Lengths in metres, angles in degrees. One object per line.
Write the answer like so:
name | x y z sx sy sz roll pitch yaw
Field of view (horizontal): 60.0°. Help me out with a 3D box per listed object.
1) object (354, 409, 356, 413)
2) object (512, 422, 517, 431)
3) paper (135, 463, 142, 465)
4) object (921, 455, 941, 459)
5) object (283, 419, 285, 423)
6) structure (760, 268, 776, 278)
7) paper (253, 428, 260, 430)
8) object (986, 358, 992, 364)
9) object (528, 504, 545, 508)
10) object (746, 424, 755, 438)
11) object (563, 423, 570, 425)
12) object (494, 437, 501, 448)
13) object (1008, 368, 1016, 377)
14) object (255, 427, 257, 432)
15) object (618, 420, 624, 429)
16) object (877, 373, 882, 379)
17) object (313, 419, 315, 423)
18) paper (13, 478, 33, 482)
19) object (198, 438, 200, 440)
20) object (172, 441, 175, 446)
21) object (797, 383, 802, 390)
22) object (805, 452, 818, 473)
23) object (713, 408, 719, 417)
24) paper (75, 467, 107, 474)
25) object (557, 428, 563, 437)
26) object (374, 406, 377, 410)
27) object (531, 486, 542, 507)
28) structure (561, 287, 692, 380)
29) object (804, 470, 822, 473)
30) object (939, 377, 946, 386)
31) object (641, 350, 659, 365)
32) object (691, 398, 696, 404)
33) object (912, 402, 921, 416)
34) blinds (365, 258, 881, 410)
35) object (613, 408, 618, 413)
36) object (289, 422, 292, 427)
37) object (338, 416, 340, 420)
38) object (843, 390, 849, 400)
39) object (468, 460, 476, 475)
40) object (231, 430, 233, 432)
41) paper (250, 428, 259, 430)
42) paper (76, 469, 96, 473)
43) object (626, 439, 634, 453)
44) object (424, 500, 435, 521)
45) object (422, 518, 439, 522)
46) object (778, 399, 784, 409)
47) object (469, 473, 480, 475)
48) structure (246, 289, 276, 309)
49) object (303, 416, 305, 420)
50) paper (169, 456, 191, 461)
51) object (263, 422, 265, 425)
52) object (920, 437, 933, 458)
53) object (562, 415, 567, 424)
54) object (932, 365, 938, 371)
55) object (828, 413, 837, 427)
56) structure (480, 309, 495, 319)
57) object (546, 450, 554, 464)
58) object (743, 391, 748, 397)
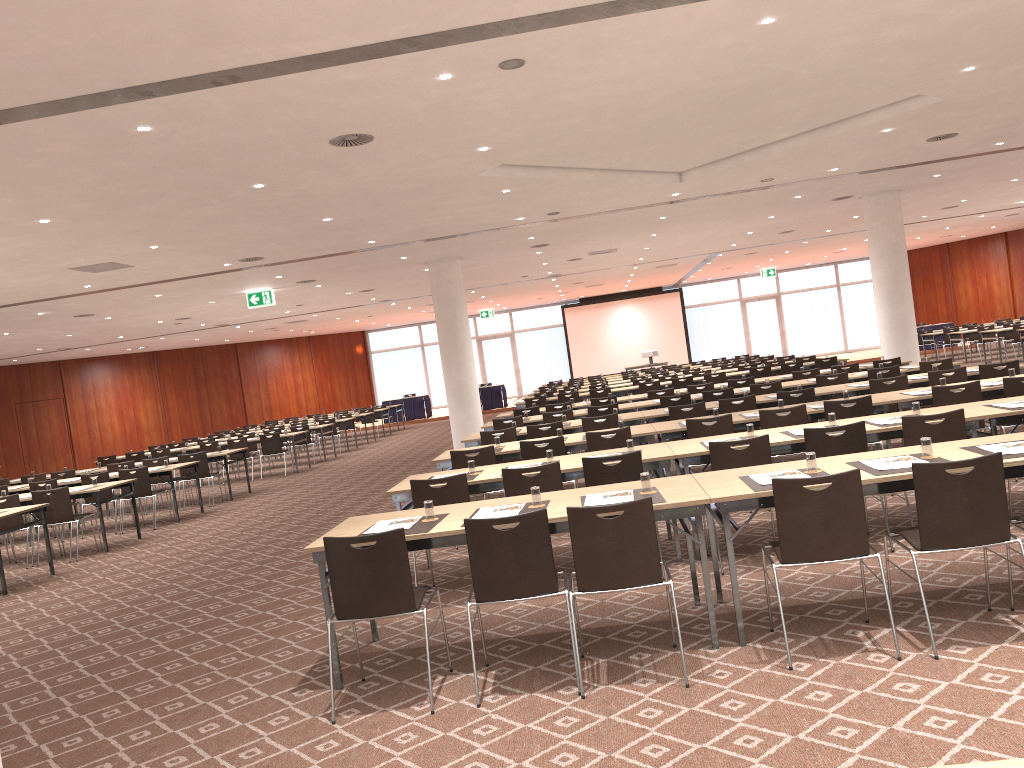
object | -4.839 0.834 27.336 0.054 0.114 0.054 -8 2 -6
object | 0.030 0.540 11.321 0.054 0.114 0.054 -8 2 -6
paper | -6.727 1.433 15.969 0.283 0.006 0.398 -8 1 6
object | 2.395 0.417 5.070 0.102 0.001 0.102 -9 2 -28
object | -7.084 1.145 27.552 0.054 0.114 0.054 -9 2 -28
structure | 10.328 -4.474 35.737 0.587 0.346 0.105 -8 2 5
paper | -7.436 1.305 25.461 0.460 0.003 0.565 -8 1 5
object | 5.793 -0.258 10.763 0.054 0.114 0.054 -8 2 -6
object | 0.148 0.728 5.287 0.102 0.001 0.102 -9 2 -28
object | 1.913 0.377 7.111 0.054 0.114 0.054 -8 2 -6
object | 0.680 0.508 11.249 0.102 0.001 0.102 -7 2 39
object | -0.151 0.614 9.334 0.054 0.114 0.054 -6 2 39
object | 4.981 -0.097 8.831 0.054 0.114 0.054 -9 2 -28
object | -6.787 1.202 23.510 0.054 0.114 0.054 -9 2 -28
object | 1.134 0.436 9.200 0.054 0.114 0.054 -9 2 -28
object | 4.516 -0.081 10.889 0.054 0.114 0.054 -9 2 -28
object | -5.206 0.983 23.352 0.054 0.114 0.054 -8 2 -6
paper | -8.911 1.742 16.095 0.460 0.003 0.565 -8 1 7
object | -7.612 1.365 21.590 0.054 0.114 0.054 -6 2 39
object | -8.263 1.455 21.649 0.054 0.114 0.054 -6 2 39
object | 3.555 0.052 10.968 0.054 0.114 0.054 -6 2 39
object | 1.730 0.452 5.121 0.054 0.114 0.054 -9 2 -28
object | 2.092 0.303 9.099 0.054 0.114 0.054 -6 2 39
paper | -7.648 1.567 15.981 0.460 0.003 0.565 -8 1 6
object | 0.500 0.524 9.264 0.054 0.114 0.054 -9 2 -28
object | -4.199 0.746 27.276 0.054 0.114 0.054 -8 2 -6
object | 0.145 0.671 5.291 0.054 0.114 0.054 -6 2 39
structure | 4.856 -2.155 37.790 5.159 3.527 0.395 -8 2 5
object | 1.742 0.508 5.133 0.102 0.001 0.102 -9 2 -28
object | 4.327 -0.006 8.899 0.054 0.114 0.054 -7 2 17
object | 4.936 -0.946 31.575 0.576 0.472 0.614 -8 2 5
object | 2.272 0.229 11.102 0.054 0.114 0.054 -8 2 -6
object | 3.194 0.200 7.002 0.054 0.114 0.054 -8 2 -6
blinds | 5.001 -1.970 38.167 22.855 3.818 0.115 -8 2 5
object | 1.309 0.363 11.189 0.054 0.114 0.054 -9 2 -28
object | -5.844 1.071 23.419 0.054 0.114 0.054 -8 2 -6
object | -4.548 0.892 23.294 0.054 0.114 0.054 -8 2 -6
object | 3.382 0.125 8.976 0.054 0.114 0.054 -6 2 39
object | -0.332 0.688 7.328 0.054 0.114 0.054 -8 2 -6
object | -7.430 1.291 23.577 0.054 0.114 0.054 -9 2 -28
paper | -7.453 1.302 25.554 0.283 0.006 0.398 -8 1 9
paper | -7.680 1.566 16.038 0.283 0.006 0.398 -8 1 7
object | 0.962 0.509 7.205 0.054 0.114 0.054 -6 2 39
object | -0.497 0.760 5.337 0.054 0.114 0.054 -9 2 -28
object | -0.492 0.817 5.337 0.102 0.001 0.102 -9 2 -28
object | 2.743 0.213 9.042 0.054 0.114 0.054 -6 2 39
object | -0.305 0.742 7.331 0.102 0.001 0.102 -8 1 -6
structure | -5.455 -1.849 19.257 0.587 0.346 0.105 -8 2 5
object | -6.440 1.056 27.498 0.054 0.114 0.054 -9 2 -28
paper | -6.039 1.345 15.795 0.460 0.003 0.565 -8 1 6
object | -7.720 1.233 27.618 0.054 0.114 0.054 -9 2 -28
object | 2.368 0.363 5.062 0.054 0.114 0.054 -9 2 -28
object | 0.666 0.452 11.260 0.054 0.114 0.054 -8 2 -6
object | 5.159 -0.170 10.813 0.054 0.114 0.054 -9 2 -28
object | 2.553 0.288 7.068 0.054 0.114 0.054 -8 2 -6
structure | -1.030 -2.901 36.832 0.587 0.346 0.105 -8 2 5
object | 0.312 0.599 7.281 0.054 0.114 0.054 -7 2 17
object | 2.909 0.141 11.034 0.054 0.114 0.054 -8 2 -6
